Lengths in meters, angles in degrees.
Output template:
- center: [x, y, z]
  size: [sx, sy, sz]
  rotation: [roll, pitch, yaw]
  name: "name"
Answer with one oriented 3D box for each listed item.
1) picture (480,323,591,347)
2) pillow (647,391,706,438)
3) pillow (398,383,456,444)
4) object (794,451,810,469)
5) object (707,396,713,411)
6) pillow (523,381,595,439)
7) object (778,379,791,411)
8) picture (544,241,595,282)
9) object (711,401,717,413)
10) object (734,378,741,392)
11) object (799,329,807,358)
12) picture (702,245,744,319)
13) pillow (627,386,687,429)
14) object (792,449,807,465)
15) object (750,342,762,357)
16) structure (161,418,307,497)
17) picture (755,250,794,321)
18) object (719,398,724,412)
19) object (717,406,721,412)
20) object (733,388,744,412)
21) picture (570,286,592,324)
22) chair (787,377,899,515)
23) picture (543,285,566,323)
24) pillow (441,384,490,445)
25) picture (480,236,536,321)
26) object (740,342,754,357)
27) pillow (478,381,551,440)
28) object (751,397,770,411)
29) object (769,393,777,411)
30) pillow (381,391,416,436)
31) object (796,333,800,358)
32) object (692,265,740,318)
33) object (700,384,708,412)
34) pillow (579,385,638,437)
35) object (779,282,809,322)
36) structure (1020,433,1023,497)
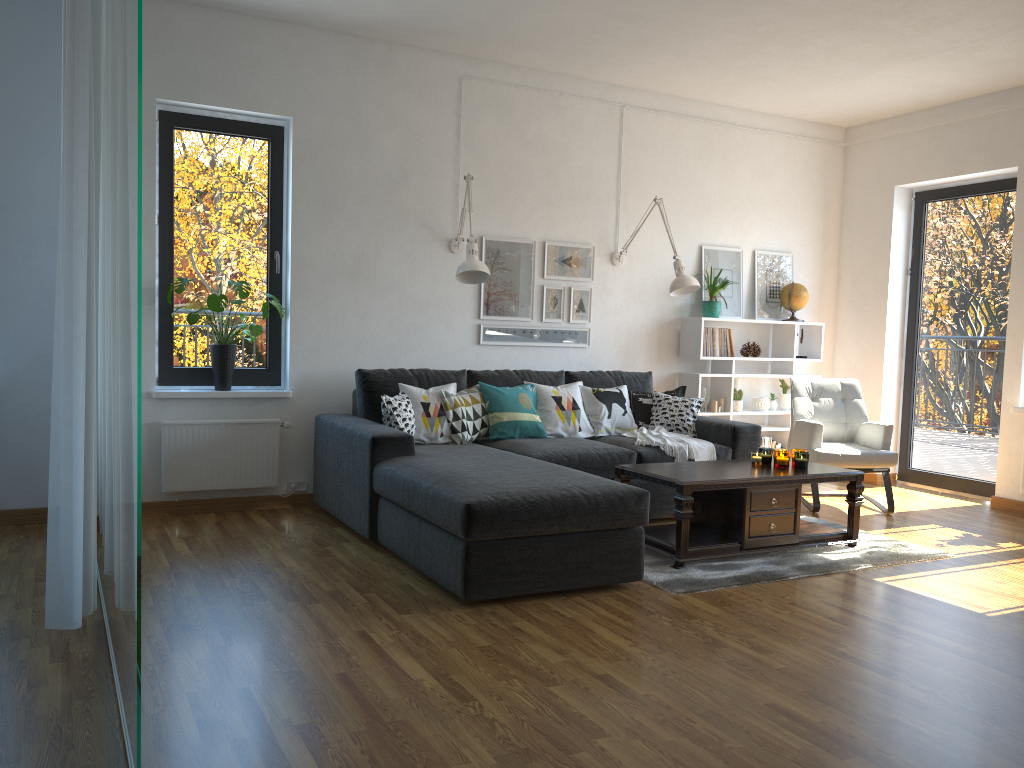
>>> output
- center: [0.165, -0.323, 5.931]
  size: [0.837, 0.136, 0.021]
  rotation: [0, 4, -27]
  name: "picture"
- center: [1.055, 0.210, 5.700]
  size: [0.358, 0.313, 0.169]
  rotation: [3, 4, 13]
  name: "pillow"
- center: [-0.463, 0.167, 5.020]
  size: [0.360, 0.344, 0.172]
  rotation: [0, 4, -28]
  name: "pillow"
- center: [1.508, 0.395, 4.618]
  size: [0.079, 0.081, 0.079]
  rotation: [-1, 4, -32]
  name: "object"
- center: [1.459, 0.145, 6.497]
  size: [0.062, 0.108, 0.062]
  rotation: [0, 4, -27]
  name: "object"
- center: [0.319, 0.175, 5.499]
  size: [0.436, 0.369, 0.285]
  rotation: [0, 4, -27]
  name: "pillow"
- center: [2.091, 0.085, 6.786]
  size: [0.097, 0.236, 0.098]
  rotation: [-1, 5, -40]
  name: "object"
- center: [0.389, -0.827, 6.003]
  size: [0.390, 0.248, 0.021]
  rotation: [0, 4, -27]
  name: "picture"
- center: [1.408, 0.159, 6.435]
  size: [0.176, 0.084, 0.078]
  rotation: [4, 4, 31]
  name: "object"
- center: [1.688, 0.077, 6.662]
  size: [0.051, 0.238, 0.051]
  rotation: [1, 4, -10]
  name: "object"
- center: [2.248, -0.314, 6.881]
  size: [0.066, 0.230, 0.075]
  rotation: [5, 5, 42]
  name: "object"
- center: [1.566, -0.750, 6.592]
  size: [0.390, 0.533, 0.059]
  rotation: [0, 4, -27]
  name: "picture"
- center: [0.924, 0.183, 5.833]
  size: [0.449, 0.358, 0.234]
  rotation: [2, 4, -1]
  name: "pillow"
- center: [1.528, 0.390, 4.720]
  size: [0.079, 0.081, 0.079]
  rotation: [-1, 4, -32]
  name: "object"
- center: [1.823, -0.258, 6.646]
  size: [0.101, 0.125, 0.096]
  rotation: [1, 4, -12]
  name: "object"
- center: [-1.566, 0.430, 5.060]
  size: [0.817, 0.460, 0.076]
  rotation: [0, 4, -30]
  name: "structure"
- center: [2.018, -0.749, 6.826]
  size: [0.390, 0.533, 0.059]
  rotation: [0, 4, -27]
  name: "picture"
- center: [1.524, 0.154, 6.459]
  size: [0.039, 0.099, 0.039]
  rotation: [-1, 5, -31]
  name: "object"
- center: [1.494, 0.182, 6.426]
  size: [0.040, 0.044, 0.040]
  rotation: [2, 4, -1]
  name: "object"
- center: [1.647, 0.118, 6.499]
  size: [0.088, 0.173, 0.087]
  rotation: [1, 4, -11]
  name: "object"
- center: [0.470, -0.539, 6.070]
  size: [0.166, 0.248, 0.021]
  rotation: [0, 4, -27]
  name: "picture"
- center: [2.153, 0.390, 5.876]
  size: [0.545, 0.833, 0.684]
  rotation: [2, 4, -2]
  name: "chair"
- center: [0.280, -0.540, 5.972]
  size: [0.166, 0.248, 0.021]
  rotation: [0, 4, -27]
  name: "picture"
- center: [-0.288, 0.183, 5.193]
  size: [0.242, 0.363, 0.454]
  rotation: [4, 4, 29]
  name: "pillow"
- center: [-0.024, -0.685, 5.798]
  size: [0.390, 0.534, 0.013]
  rotation: [0, 4, -27]
  name: "picture"
- center: [1.750, -0.260, 6.611]
  size: [0.102, 0.127, 0.094]
  rotation: [3, 4, 18]
  name: "object"
- center: [0.009, 0.159, 5.334]
  size: [0.414, 0.340, 0.272]
  rotation: [0, 4, -28]
  name: "pillow"
- center: [1.867, 0.153, 6.667]
  size: [0.134, 0.098, 0.132]
  rotation: [4, 4, 33]
  name: "object"
- center: [1.983, 0.133, 6.743]
  size: [0.072, 0.137, 0.072]
  rotation: [5, 5, 43]
  name: "object"
- center: [-0.617, 0.200, 4.841]
  size: [0.160, 0.320, 0.334]
  rotation: [2, 4, 8]
  name: "pillow"
- center: [2.136, -0.307, 6.811]
  size: [0.134, 0.217, 0.066]
  rotation: [1, 4, -12]
  name: "object"
- center: [1.460, -0.662, 6.426]
  size: [0.424, 0.372, 0.387]
  rotation: [-1, 5, -41]
  name: "object"
- center: [1.368, 0.099, 6.456]
  size: [0.108, 0.198, 0.108]
  rotation: [1, 4, -16]
  name: "object"
- center: [0.628, 0.171, 5.651]
  size: [0.382, 0.318, 0.265]
  rotation: [0, 4, -27]
  name: "pillow"
- center: [2.156, -0.627, 6.783]
  size: [0.217, 0.305, 0.215]
  rotation: [1, 4, -10]
  name: "object"
- center: [3.653, 0.590, 5.120]
  size: [0.078, 0.460, 1.456]
  rotation: [0, 4, -29]
  name: "structure"
